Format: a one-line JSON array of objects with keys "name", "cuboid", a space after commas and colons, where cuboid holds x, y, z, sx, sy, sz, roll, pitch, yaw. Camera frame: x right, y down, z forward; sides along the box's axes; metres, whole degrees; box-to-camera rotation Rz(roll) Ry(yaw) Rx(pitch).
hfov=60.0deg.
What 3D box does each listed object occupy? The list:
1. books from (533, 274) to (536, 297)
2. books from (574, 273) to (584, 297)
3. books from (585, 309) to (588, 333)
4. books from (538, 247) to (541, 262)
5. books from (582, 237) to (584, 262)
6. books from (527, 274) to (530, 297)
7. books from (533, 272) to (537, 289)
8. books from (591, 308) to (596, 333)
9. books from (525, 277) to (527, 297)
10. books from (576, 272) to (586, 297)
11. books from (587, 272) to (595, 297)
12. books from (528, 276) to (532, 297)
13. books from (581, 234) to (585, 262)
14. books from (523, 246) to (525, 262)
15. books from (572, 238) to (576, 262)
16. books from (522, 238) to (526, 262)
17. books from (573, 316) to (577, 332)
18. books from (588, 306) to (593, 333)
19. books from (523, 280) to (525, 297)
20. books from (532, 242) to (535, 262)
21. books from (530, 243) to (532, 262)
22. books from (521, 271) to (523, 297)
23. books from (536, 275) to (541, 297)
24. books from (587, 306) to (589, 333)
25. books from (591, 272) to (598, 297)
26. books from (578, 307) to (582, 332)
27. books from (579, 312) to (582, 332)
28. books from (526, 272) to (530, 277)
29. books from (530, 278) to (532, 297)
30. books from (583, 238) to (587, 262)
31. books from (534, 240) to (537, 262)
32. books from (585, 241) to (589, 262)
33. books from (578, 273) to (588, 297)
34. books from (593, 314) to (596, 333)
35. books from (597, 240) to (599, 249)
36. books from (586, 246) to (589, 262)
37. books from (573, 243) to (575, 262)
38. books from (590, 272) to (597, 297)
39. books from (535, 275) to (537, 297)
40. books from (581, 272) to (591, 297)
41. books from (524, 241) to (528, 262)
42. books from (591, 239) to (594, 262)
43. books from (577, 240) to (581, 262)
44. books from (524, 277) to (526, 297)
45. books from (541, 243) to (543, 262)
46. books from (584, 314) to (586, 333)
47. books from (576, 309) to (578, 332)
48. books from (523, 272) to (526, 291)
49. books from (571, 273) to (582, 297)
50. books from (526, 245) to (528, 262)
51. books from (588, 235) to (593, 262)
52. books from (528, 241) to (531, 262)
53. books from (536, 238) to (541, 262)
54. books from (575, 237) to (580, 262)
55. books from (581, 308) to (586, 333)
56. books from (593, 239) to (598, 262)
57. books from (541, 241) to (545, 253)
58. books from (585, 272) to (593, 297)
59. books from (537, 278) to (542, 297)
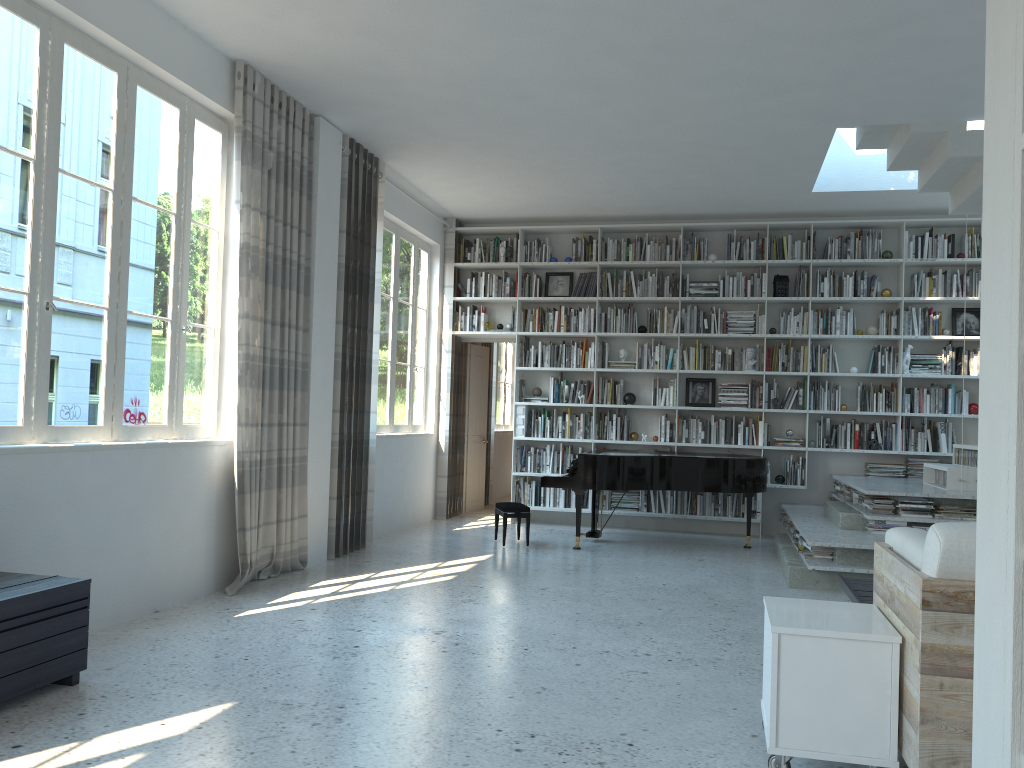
[{"name": "books", "cuboid": [0.257, -1.031, 9.479, 0.023, 0.258, 0.183, 2, -2, 13]}, {"name": "books", "cuboid": [0.719, -1.027, 9.400, 0.110, 0.279, 0.174, 1, -2, 13]}, {"name": "books", "cuboid": [0.801, -0.654, 9.366, 0.024, 0.266, 0.155, 2, -2, 13]}, {"name": "books", "cuboid": [0.308, -1.358, 9.493, 0.026, 0.182, 0.161, 2, -2, 13]}, {"name": "books", "cuboid": [0.759, -1.398, 9.394, 0.013, 0.283, 0.166, 2, -2, 13]}, {"name": "books", "cuboid": [0.184, -1.033, 9.504, 0.009, 0.260, 0.184, 2, -2, 13]}, {"name": "books", "cuboid": [0.246, -1.042, 9.492, 0.005, 0.281, 0.190, 2, -2, 13]}, {"name": "books", "cuboid": [0.859, -0.652, 9.332, 0.035, 0.263, 0.177, 2, -2, 13]}, {"name": "books", "cuboid": [0.170, -1.018, 9.503, 0.009, 0.228, 0.184, 2, -2, 13]}, {"name": "books", "cuboid": [0.737, -1.027, 9.377, 0.110, 0.279, 0.174, 1, -2, 13]}, {"name": "books", "cuboid": [0.848, -1.029, 9.374, 0.078, 0.285, 0.174, 1, -2, 13]}, {"name": "books", "cuboid": [0.197, -1.026, 9.488, 0.004, 0.246, 0.189, 2, -2, 13]}, {"name": "books", "cuboid": [0.750, -1.416, 9.412, 0.014, 0.320, 0.137, 2, -2, 13]}, {"name": "books", "cuboid": [0.143, -1.373, 9.535, 0.017, 0.204, 0.142, 2, -2, 13]}, {"name": "books", "cuboid": [0.657, -1.397, 9.425, 0.013, 0.278, 0.151, 2, -2, 13]}, {"name": "books", "cuboid": [0.135, -1.413, 9.546, 0.007, 0.285, 0.159, 2, -2, 13]}, {"name": "books", "cuboid": [0.674, -0.617, 9.391, 0.022, 0.186, 0.136, 2, -2, 13]}, {"name": "books", "cuboid": [0.832, -0.666, 9.342, 0.022, 0.289, 0.169, 2, -2, 13]}, {"name": "books", "cuboid": [0.146, -1.005, 9.523, 0.015, 0.207, 0.172, 2, -2, 13]}, {"name": "books", "cuboid": [0.240, -1.390, 9.512, 0.016, 0.243, 0.156, 2, -2, 13]}, {"name": "books", "cuboid": [0.224, -1.381, 9.511, 0.013, 0.225, 0.177, 2, -2, 13]}, {"name": "books", "cuboid": [0.120, -1.051, 9.516, 0.005, 0.292, 0.184, 2, -2, 13]}, {"name": "books", "cuboid": [0.286, -1.028, 9.480, 0.012, 0.254, 0.166, 2, -2, 13]}, {"name": "books", "cuboid": [0.813, -0.667, 9.334, 0.012, 0.291, 0.182, 2, -2, 13]}, {"name": "books", "cuboid": [0.888, -1.029, 9.346, 0.078, 0.285, 0.174, 1, -2, 13]}, {"name": "books", "cuboid": [0.716, -0.664, 9.369, 0.012, 0.281, 0.188, 2, -2, 13]}, {"name": "books", "cuboid": [0.734, -0.639, 9.359, 0.030, 0.230, 0.172, 2, -2, 13]}, {"name": "books", "cuboid": [0.168, -1.047, 9.521, 0.006, 0.289, 0.144, 2, -2, 13]}, {"name": "books", "cuboid": [0.220, -1.012, 9.488, 0.018, 0.218, 0.186, 2, -2, 13]}, {"name": "books", "cuboid": [0.778, -1.393, 9.378, 0.011, 0.274, 0.183, 2, -2, 13]}, {"name": "books", "cuboid": [0.267, -1.398, 9.502, 0.016, 0.261, 0.154, 2, -2, 13]}, {"name": "books", "cuboid": [0.796, -1.382, 9.403, 0.013, 0.254, 0.129, 2, -2, 13]}, {"name": "books", "cuboid": [0.763, -1.026, 9.389, 0.110, 0.279, 0.174, 1, -2, 13]}, {"name": "books", "cuboid": [0.888, -0.622, 9.299, 0.039, 0.202, 0.236, 2, -2, 13]}, {"name": "books", "cuboid": [0.921, -1.378, 9.363, 0.039, 0.252, 0.146, 2, -2, 13]}, {"name": "books", "cuboid": [0.808, -1.350, 9.374, 0.027, 0.190, 0.177, 2, -2, 13]}, {"name": "books", "cuboid": [0.672, -1.367, 9.408, 0.028, 0.218, 0.153, 2, -2, 13]}, {"name": "books", "cuboid": [0.869, -1.029, 9.365, 0.078, 0.285, 0.174, 1, -2, 13]}, {"name": "books", "cuboid": [0.275, -1.026, 9.484, 0.011, 0.250, 0.168, 2, -2, 13]}, {"name": "books", "cuboid": [0.788, -1.029, 9.363, 0.097, 0.282, 0.174, 1, -2, 13]}, {"name": "books", "cuboid": [0.157, -1.399, 9.538, 0.007, 0.258, 0.156, 2, -2, 13]}, {"name": "books", "cuboid": [0.860, -1.384, 9.376, 0.022, 0.260, 0.152, 2, -2, 13]}, {"name": "books", "cuboid": [0.722, -1.382, 9.390, 0.028, 0.249, 0.155, 2, -2, 13]}, {"name": "books", "cuboid": [0.156, -1.022, 9.521, 0.005, 0.238, 0.154, 2, -2, 13]}, {"name": "books", "cuboid": [0.339, -1.376, 9.483, 0.013, 0.219, 0.181, 2, -2, 13]}, {"name": "books", "cuboid": [0.780, -0.625, 9.361, 0.013, 0.206, 0.172, 2, -2, 13]}, {"name": "books", "cuboid": [0.697, -0.654, 9.392, 0.035, 0.260, 0.131, 2, -2, 13]}, {"name": "books", "cuboid": [0.136, -1.047, 9.522, 0.006, 0.287, 0.148, 2, -2, 13]}, {"name": "books", "cuboid": [0.695, -1.028, 9.396, 0.110, 0.279, 0.174, 1, -2, 13]}, {"name": "books", "cuboid": [0.175, -1.375, 9.533, 0.032, 0.210, 0.158, 2, -2, 13]}, {"name": "books", "cuboid": [0.832, -1.404, 9.359, 0.025, 0.297, 0.163, 2, -2, 13]}, {"name": "books", "cuboid": [0.196, -1.394, 9.521, 0.012, 0.249, 0.180, 2, -2, 13]}, {"name": "books", "cuboid": [0.286, -1.408, 9.481, 0.015, 0.279, 0.190, 2, -2, 13]}, {"name": "books", "cuboid": [0.698, -1.398, 9.398, 0.024, 0.279, 0.188, 2, -2, 13]}, {"name": "books", "cuboid": [0.760, -0.655, 9.353, 0.022, 0.263, 0.174, 2, -2, 13]}, {"name": "books", "cuboid": [0.883, -1.381, 9.357, 0.031, 0.254, 0.178, 2, -2, 13]}, {"name": "books", "cuboid": [0.329, -1.392, 9.495, 0.013, 0.252, 0.129, 2, -2, 13]}, {"name": "books", "cuboid": [0.825, -1.030, 9.375, 0.078, 0.285, 0.174, 1, -2, 13]}, {"name": "books", "cuboid": [0.295, -1.008, 9.469, 0.012, 0.214, 0.185, 2, -2, 13]}]
